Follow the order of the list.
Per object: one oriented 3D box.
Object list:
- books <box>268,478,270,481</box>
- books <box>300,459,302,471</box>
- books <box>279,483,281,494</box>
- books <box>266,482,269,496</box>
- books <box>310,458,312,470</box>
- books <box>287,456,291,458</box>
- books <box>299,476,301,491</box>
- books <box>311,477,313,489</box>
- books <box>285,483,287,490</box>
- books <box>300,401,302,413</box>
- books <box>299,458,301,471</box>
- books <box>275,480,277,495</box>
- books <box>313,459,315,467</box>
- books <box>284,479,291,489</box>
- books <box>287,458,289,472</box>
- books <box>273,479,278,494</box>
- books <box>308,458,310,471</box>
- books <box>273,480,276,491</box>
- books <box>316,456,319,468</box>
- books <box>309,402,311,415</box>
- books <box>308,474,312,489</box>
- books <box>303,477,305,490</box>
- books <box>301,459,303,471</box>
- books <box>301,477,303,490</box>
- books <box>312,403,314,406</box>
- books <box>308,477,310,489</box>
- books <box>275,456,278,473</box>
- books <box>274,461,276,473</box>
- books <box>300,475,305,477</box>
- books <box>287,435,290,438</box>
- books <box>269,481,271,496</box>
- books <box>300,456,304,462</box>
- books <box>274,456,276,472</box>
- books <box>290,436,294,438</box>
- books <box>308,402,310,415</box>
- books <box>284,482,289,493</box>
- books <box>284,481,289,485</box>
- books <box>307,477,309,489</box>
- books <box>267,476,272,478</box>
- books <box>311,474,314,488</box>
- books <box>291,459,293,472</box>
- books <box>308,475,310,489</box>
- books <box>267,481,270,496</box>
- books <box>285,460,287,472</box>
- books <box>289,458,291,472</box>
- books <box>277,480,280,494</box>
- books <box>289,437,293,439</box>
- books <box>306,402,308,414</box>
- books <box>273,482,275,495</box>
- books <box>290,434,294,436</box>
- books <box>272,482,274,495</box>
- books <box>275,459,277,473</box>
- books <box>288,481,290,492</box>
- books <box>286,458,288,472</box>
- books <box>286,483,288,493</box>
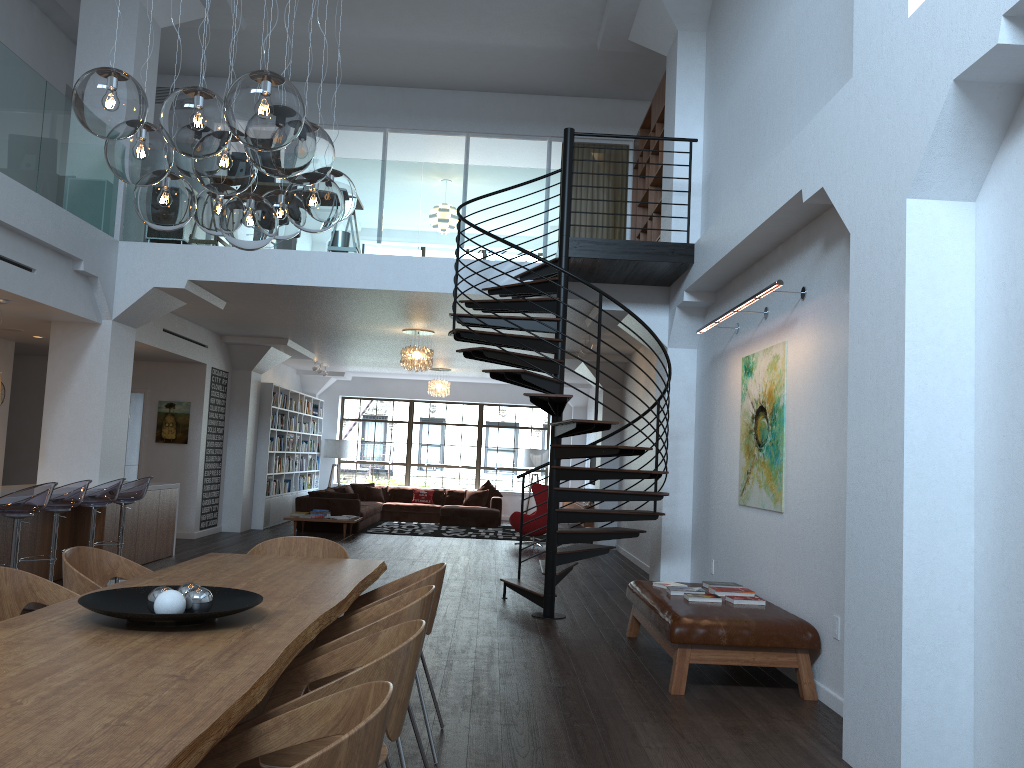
[{"bbox_3d":[-4.158,1.596,14.849,0.174,0.045,0.240,4,-5,-12],"label":"books"},{"bbox_3d":[-4.195,1.575,17.286,0.174,0.243,0.085,3,-5,-1],"label":"books"},{"bbox_3d":[-4.185,1.822,15.665,0.174,0.236,0.142,3,-5,-2],"label":"books"},{"bbox_3d":[-4.158,1.747,14.785,0.174,0.240,0.054,3,-5,-1],"label":"books"},{"bbox_3d":[-4.227,1.656,18.328,0.183,0.253,0.042,3,-5,-1],"label":"books"},{"bbox_3d":[-4.180,1.472,16.341,0.176,0.290,0.036,3,-5,-2],"label":"books"},{"bbox_3d":[-4.226,1.933,17.294,0.198,0.284,0.066,3,-5,-2],"label":"books"},{"bbox_3d":[-4.251,2.051,18.481,0.171,0.246,0.057,3,-5,-1],"label":"books"},{"bbox_3d":[-4.190,1.904,16.244,0.122,0.169,0.023,3,-5,-1],"label":"books"},{"bbox_3d":[-4.139,0.444,17.088,0.161,0.223,0.032,3,-5,-1],"label":"books"},{"bbox_3d":[-4.194,1.560,17.184,0.182,0.255,0.077,3,-5,-1],"label":"books"},{"bbox_3d":[-4.179,1.795,15.411,0.171,0.246,0.039,3,-5,-1],"label":"books"},{"bbox_3d":[-4.233,1.688,18.551,0.168,0.228,0.139,3,-5,-1],"label":"books"},{"bbox_3d":[-4.203,1.898,16.557,0.140,0.231,0.042,3,-5,-1],"label":"books"},{"bbox_3d":[-4.169,1.474,16.144,0.183,0.253,0.034,3,-5,-2],"label":"books"},{"bbox_3d":[-4.185,1.795,15.490,0.180,0.259,0.042,3,-5,-1],"label":"books"},{"bbox_3d":[-4.214,1.632,18.035,0.174,0.251,0.051,3,-5,-1],"label":"books"},{"bbox_3d":[-4.180,1.784,15.338,0.183,0.253,0.042,3,-5,-1],"label":"books"},{"bbox_3d":[-4.236,1.697,19.034,0.176,0.290,0.053,3,-5,-1],"label":"books"},{"bbox_3d":[-4.160,0.497,17.914,0.183,0.253,0.034,3,-5,-1],"label":"books"},{"bbox_3d":[-4.228,2.015,18.348,0.140,0.298,0.044,3,-5,-1],"label":"books"},{"bbox_3d":[-4.220,1.978,17.640,0.183,0.253,0.034,3,-5,-2],"label":"books"},{"bbox_3d":[-4.193,1.578,17.372,0.182,0.253,0.098,3,-5,-1],"label":"books"},{"bbox_3d":[-4.221,1.962,17.446,0.183,0.253,0.034,3,-5,-2],"label":"books"},{"bbox_3d":[-4.185,0.524,18.260,0.183,0.253,0.042,3,-5,-1],"label":"books"},{"bbox_3d":[-4.239,2.022,18.175,0.183,0.253,0.037,3,-5,-1],"label":"books"},{"bbox_3d":[-4.164,1.395,15.429,0.176,0.290,0.053,3,-5,-1],"label":"books"},{"bbox_3d":[-4.147,1.423,15.253,0.144,0.207,0.048,3,-5,-1],"label":"books"},{"bbox_3d":[-4.229,1.962,17.676,0.176,0.290,0.036,3,-5,-2],"label":"books"},{"bbox_3d":[-4.151,0.950,16.137,0.174,0.045,0.240,3,-5,-2],"label":"books"},{"bbox_3d":[-4.171,1.756,14.980,0.180,0.251,0.048,3,-5,-1],"label":"books"},{"bbox_3d":[-4.211,1.567,17.477,0.197,0.290,0.136,3,-5,-1],"label":"books"},{"bbox_3d":[-4.137,1.374,15.211,0.140,0.298,0.044,3,-5,-1],"label":"books"},{"bbox_3d":[-4.174,0.983,16.547,0.144,0.024,0.208,2,-5,4],"label":"books"},{"bbox_3d":[-4.157,0.486,17.778,0.183,0.253,0.034,3,-5,-1],"label":"books"},{"bbox_3d":[-4.194,1.900,16.330,0.139,0.191,0.036,3,-5,-1],"label":"books"},{"bbox_3d":[-4.200,1.897,16.362,0.146,0.202,0.027,3,-5,-1],"label":"books"},{"bbox_3d":[-4.236,2.010,18.030,0.183,0.253,0.037,3,-5,-1],"label":"books"},{"bbox_3d":[-4.148,1.558,14.830,0.223,0.027,0.161,2,-5,8],"label":"books"},{"bbox_3d":[-4.255,2.036,18.565,0.176,0.290,0.053,3,-5,-1],"label":"books"},{"bbox_3d":[-4.189,1.512,16.523,0.174,0.240,0.045,3,-5,-2],"label":"books"},{"bbox_3d":[-4.257,2.011,18.234,0.198,0.284,0.066,3,-5,-1],"label":"books"},{"bbox_3d":[-4.170,1.749,14.898,0.183,0.253,0.042,3,-5,-1],"label":"books"},{"bbox_3d":[-4.162,1.480,16.027,0.161,0.223,0.026,3,-5,-2],"label":"books"},{"bbox_3d":[-4.171,1.488,16.305,0.183,0.253,0.034,3,-5,-2],"label":"books"},{"bbox_3d":[-4.182,1.805,15.576,0.183,0.253,0.042,3,-5,-1],"label":"books"},{"bbox_3d":[-4.197,1.009,16.553,0.223,0.027,0.161,4,-5,-12],"label":"books"},{"bbox_3d":[-4.156,0.480,17.662,0.171,0.246,0.057,3,-5,-1],"label":"books"},{"bbox_3d":[-4.174,1.795,15.268,0.161,0.223,0.033,3,-5,-1],"label":"books"},{"bbox_3d":[-4.166,0.950,16.546,0.129,0.043,0.185,2,-5,13],"label":"books"},{"bbox_3d":[-4.168,1.788,15.181,0.161,0.223,0.032,3,-5,-1],"label":"books"},{"bbox_3d":[-4.160,1.410,15.344,0.171,0.246,0.057,3,-5,-1],"label":"books"},{"bbox_3d":[-4.192,1.899,16.389,0.146,0.202,0.027,3,-5,-1],"label":"books"},{"bbox_3d":[-4.172,1.471,16.111,0.183,0.253,0.034,3,-5,-2],"label":"books"},{"bbox_3d":[-4.191,1.904,16.273,0.126,0.173,0.032,3,-5,-1],"label":"books"}]
